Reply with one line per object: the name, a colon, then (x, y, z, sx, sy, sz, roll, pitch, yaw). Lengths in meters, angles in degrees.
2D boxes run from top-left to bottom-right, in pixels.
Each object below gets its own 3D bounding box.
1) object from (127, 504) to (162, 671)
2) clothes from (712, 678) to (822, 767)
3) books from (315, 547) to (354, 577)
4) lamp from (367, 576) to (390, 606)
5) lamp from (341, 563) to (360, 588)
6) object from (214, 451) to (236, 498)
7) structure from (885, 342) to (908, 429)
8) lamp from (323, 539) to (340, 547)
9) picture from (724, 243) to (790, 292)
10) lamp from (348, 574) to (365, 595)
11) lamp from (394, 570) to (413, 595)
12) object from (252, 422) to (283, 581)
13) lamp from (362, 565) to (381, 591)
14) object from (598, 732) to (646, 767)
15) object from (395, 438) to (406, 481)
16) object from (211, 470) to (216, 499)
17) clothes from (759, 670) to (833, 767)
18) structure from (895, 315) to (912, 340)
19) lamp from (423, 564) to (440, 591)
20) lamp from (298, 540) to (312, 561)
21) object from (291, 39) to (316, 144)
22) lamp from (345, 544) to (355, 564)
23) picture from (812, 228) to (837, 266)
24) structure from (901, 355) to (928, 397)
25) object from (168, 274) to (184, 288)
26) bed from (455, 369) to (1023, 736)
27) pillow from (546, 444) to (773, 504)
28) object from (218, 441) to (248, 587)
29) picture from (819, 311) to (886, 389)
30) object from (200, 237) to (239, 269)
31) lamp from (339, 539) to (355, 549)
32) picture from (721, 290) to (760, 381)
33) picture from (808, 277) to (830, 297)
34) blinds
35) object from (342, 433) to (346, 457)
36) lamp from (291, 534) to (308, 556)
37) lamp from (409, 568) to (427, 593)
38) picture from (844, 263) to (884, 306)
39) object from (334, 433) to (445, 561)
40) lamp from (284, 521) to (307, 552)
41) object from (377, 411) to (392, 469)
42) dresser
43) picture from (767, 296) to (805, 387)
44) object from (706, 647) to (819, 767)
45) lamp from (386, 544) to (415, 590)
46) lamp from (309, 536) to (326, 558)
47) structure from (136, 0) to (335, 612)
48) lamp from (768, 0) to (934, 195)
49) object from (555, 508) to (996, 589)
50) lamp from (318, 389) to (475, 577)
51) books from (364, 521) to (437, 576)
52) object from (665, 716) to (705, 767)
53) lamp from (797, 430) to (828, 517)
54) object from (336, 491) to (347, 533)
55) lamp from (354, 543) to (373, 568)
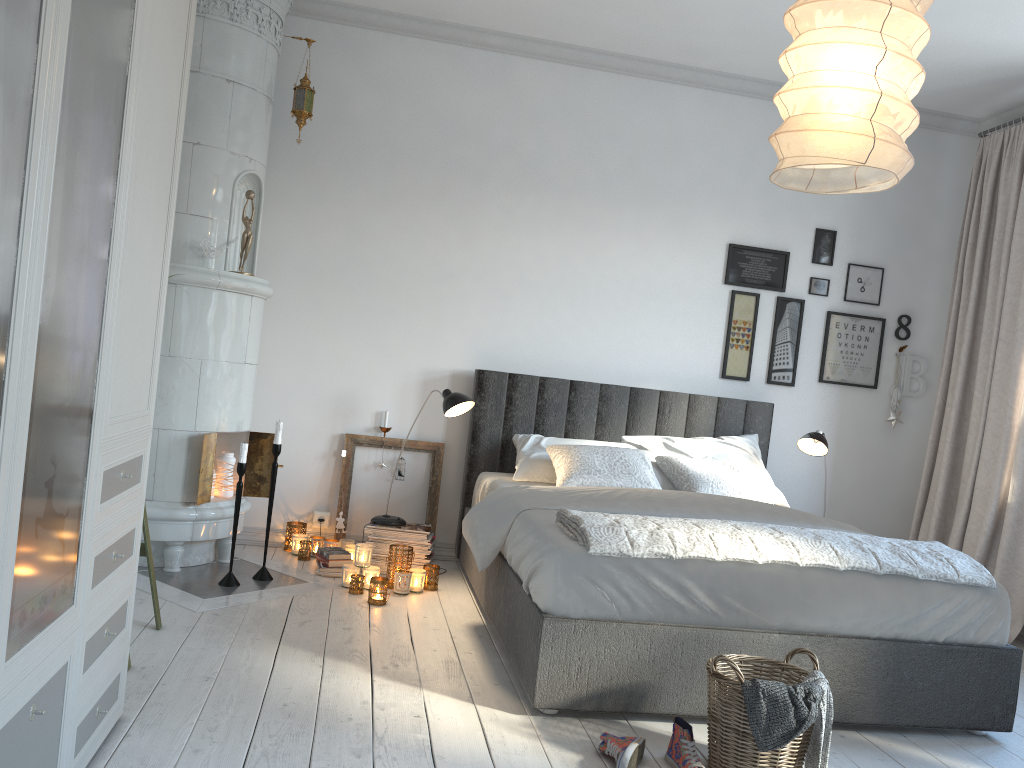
object: (-1.377, 0.461, 2.888, 0.431, 0.775, 0.670, 6, 1, -10)
clothes: (0.696, 0.915, 2.399, 0.246, 0.270, 0.297, 6, 1, -9)
books: (-0.852, 0.854, 4.255, 0.175, 0.096, 0.262, 6, 1, -15)
lamp: (-0.572, 0.884, 3.789, 0.081, 0.106, 0.081, 6, 1, -33)
lamp: (-0.729, 0.868, 4.002, 0.080, 0.098, 0.081, 7, 1, 24)
object: (-1.348, 0.425, 4.159, 0.098, 0.210, 0.098, 6, 1, -11)
structure: (2.256, 0.010, 5.198, 0.134, 0.514, 0.078, 6, 2, -22)
lamp: (-0.919, 0.843, 4.495, 0.081, 0.098, 0.080, 6, 1, -39)
picture: (1.398, -0.660, 5.050, 0.366, 0.232, 0.020, 6, 1, -10)
lamp: (-0.684, 0.884, 3.907, 0.067, 0.078, 0.070, 7, 1, 32)
lamp: (-0.493, 0.895, 3.997, 0.080, 0.098, 0.081, 7, 1, 24)
object: (-1.075, 0.516, 3.961, 0.091, 0.719, 0.091, 7, 1, -1)
lamp: (-0.640, 0.878, 4.012, 0.080, 0.098, 0.081, 7, 1, 24)
object: (0.288, 1.006, 2.434, 0.120, 0.084, 0.222, 7, 1, 19)
object: (-0.585, 0.401, 4.734, 0.062, 0.228, 0.063, 7, 1, 14)
object: (-1.404, 0.434, 4.059, 0.093, 0.180, 0.093, 6, 1, -6)
clothes: (0.718, 0.931, 2.441, 0.283, 0.289, 0.235, 7, 1, 29)
structure: (2.302, -0.332, 5.213, 0.096, 0.151, 0.014, 6, 1, -10)
lamp: (-0.381, 0.903, 4.141, 0.080, 0.107, 0.080, 6, 1, -37)
lamp: (-1.039, 0.834, 4.434, 0.063, 0.091, 0.073, 7, 1, 23)
object: (-1.010, -1.415, 4.309, 0.117, 0.506, 0.105, 6, 2, -36)
lamp: (-0.799, 0.857, 4.428, 0.081, 0.098, 0.080, 6, 1, -39)
picture: (1.802, -0.790, 5.115, 0.128, 0.202, 0.011, 6, 1, -10)
structure: (2.388, -0.043, 5.244, 0.146, 0.239, 0.024, 6, 1, -10)
object: (-1.309, -0.173, 3.086, 0.334, 0.499, 0.300, 6, 1, -27)
bed: (0.754, 0.561, 3.844, 1.889, 1.047, 2.175, 6, 1, -10)
pillow: (0.726, 0.443, 4.269, 1.147, 0.225, 0.415, 6, 1, -17)
object: (-1.180, 0.553, 3.803, 0.091, 0.622, 0.091, 6, 2, -31)
picture: (1.984, -0.196, 5.170, 0.365, 0.415, 0.021, 6, 1, -10)
object: (-1.291, -0.582, 3.896, 0.059, 0.165, 0.196, 8, 1, 35)
lamp: (-0.849, 0.850, 4.551, 0.080, 0.098, 0.081, 7, 1, 36)
picture: (1.304, -0.274, 5.051, 0.165, 0.504, 0.020, 6, 1, -10)
picture: (1.775, -0.561, 5.121, 0.119, 0.098, 0.010, 6, 1, -10)
blinds: (2.456, -0.056, 4.571, 0.225, 2.648, 0.830, 6, 1, -10)
object: (-0.885, 0.320, 4.681, 0.024, 0.127, 0.023, 6, 2, -26)
lamp: (-1.088, 0.823, 4.537, 0.081, 0.098, 0.080, 6, 1, -39)
lamp: (-0.437, 0.901, 4.064, 0.080, 0.098, 0.081, 7, 1, 24)
picture: (2.052, -0.579, 5.167, 0.225, 0.220, 0.010, 6, 1, -10)
object: (-0.654, 0.603, 4.723, 0.528, 0.630, 0.082, 6, 1, -10)
lamp: (-1.129, 0.797, 4.626, 0.108, 0.141, 0.107, 6, 1, -37)
object: (-0.682, 0.296, 4.729, 0.067, 0.320, 0.067, 8, 2, 39)
dresser: (-1.092, -0.209, 1.590, 0.631, 2.164, 1.431, 6, 1, -10)
picture: (1.575, -0.243, 5.098, 0.165, 0.504, 0.020, 6, 1, -10)
object: (0.687, 0.917, 2.457, 0.319, 0.351, 0.319, 7, 1, 22)
lamp: (-0.520, 0.847, 4.105, 0.117, 0.188, 0.122, 7, 1, 33)
lamp: (-0.998, 0.834, 4.532, 0.081, 0.098, 0.080, 6, 1, -39)
structure: (-1.325, -0.495, 4.023, 1.246, 2.837, 0.801, 7, 2, 35)
lamp: (0.853, -1.105, 2.127, 0.338, 1.231, 0.340, 7, 2, 21)
object: (0.890, 0.545, 3.011, 1.460, 0.104, 0.404, 6, 1, -10)
lamp: (-0.613, 0.458, 4.399, 0.825, 0.936, 0.450, 7, 1, 8)
books: (-0.560, 0.817, 4.432, 0.346, 0.232, 0.245, 7, 1, -1)
object: (0.493, 1.012, 2.423, 0.083, 0.122, 0.222, 6, 1, -10)
lamp: (1.724, 0.723, 4.809, 0.801, 0.937, 0.449, 6, 1, -27)
object: (-0.891, 0.674, 4.665, 0.062, 0.221, 0.028, 6, 2, -15)
lamp: (-0.672, 0.776, 4.007, 0.080, 0.098, 0.081, 7, 1, 33)
